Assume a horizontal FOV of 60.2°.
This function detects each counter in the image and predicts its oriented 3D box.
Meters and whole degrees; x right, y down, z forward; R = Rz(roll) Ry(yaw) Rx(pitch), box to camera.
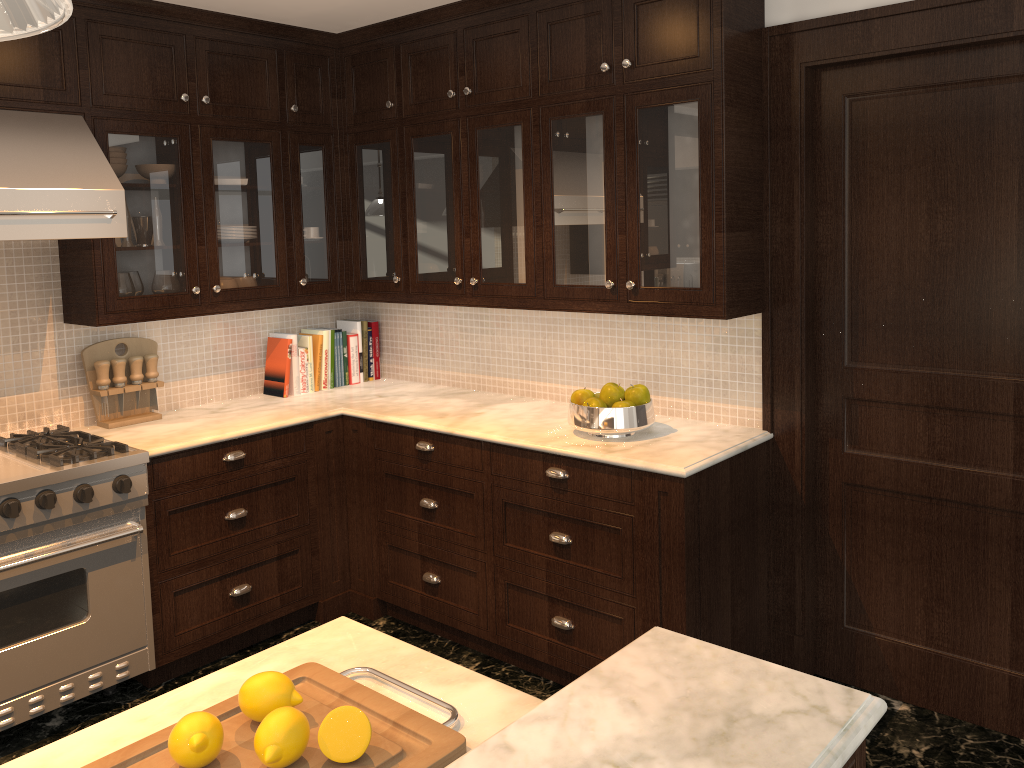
[{"bbox_3d":[-1.029,0.331,2.684,2.322,0.031,3.394,7,13,40],"label":"counter"},{"bbox_3d":[-0.879,0.738,0.349,1.057,0.031,2.891,7,13,40],"label":"counter"},{"bbox_3d":[-0.607,0.589,0.101,0.329,0.031,2.877,7,13,40],"label":"counter"}]

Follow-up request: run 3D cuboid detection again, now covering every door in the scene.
[{"bbox_3d":[1.399,0.026,2.869,0.866,2.168,0.109,3,7,41],"label":"door"}]

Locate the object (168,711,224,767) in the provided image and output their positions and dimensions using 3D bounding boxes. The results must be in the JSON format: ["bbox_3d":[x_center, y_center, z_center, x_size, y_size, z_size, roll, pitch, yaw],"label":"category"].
[{"bbox_3d":[-0.440,0.497,1.233,0.082,0.073,0.080,2,9,29],"label":"object"}]

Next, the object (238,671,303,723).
[{"bbox_3d":[-0.369,0.475,1.339,0.083,0.071,0.081,-7,9,-33],"label":"object"}]

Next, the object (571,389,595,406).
[{"bbox_3d":[0.260,0.066,3.220,0.091,0.098,0.094,-1,7,9],"label":"object"}]

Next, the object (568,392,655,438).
[{"bbox_3d":[0.361,0.117,3.221,0.319,0.121,0.321,5,11,34],"label":"object"}]

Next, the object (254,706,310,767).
[{"bbox_3d":[-0.321,0.492,1.231,0.081,0.071,0.083,-8,10,-38],"label":"object"}]

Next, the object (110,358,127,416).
[{"bbox_3d":[-1.603,0.012,3.610,0.061,0.235,0.062,-1,5,11],"label":"object"}]

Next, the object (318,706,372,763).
[{"bbox_3d":[-0.233,0.489,1.244,0.074,0.068,0.064,-1,7,4],"label":"object"}]

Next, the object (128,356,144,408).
[{"bbox_3d":[-1.556,-0.005,3.663,0.061,0.224,0.062,-1,5,11],"label":"object"}]

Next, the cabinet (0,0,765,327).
[{"bbox_3d":[-1.062,-0.731,2.601,2.314,1.244,3.393,6,12,41],"label":"cabinet"}]

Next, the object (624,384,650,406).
[{"bbox_3d":[0.450,0.050,3.171,0.093,0.097,0.092,0,7,12],"label":"object"}]

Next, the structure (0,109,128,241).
[{"bbox_3d":[-1.881,-0.710,2.932,0.641,0.473,0.938,5,11,41],"label":"structure"}]

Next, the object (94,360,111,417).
[{"bbox_3d":[-1.646,0.018,3.559,0.061,0.227,0.062,0,6,23],"label":"object"}]

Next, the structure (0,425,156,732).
[{"bbox_3d":[-1.820,0.665,3.028,0.721,0.831,0.912,4,10,41],"label":"structure"}]

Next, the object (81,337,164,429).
[{"bbox_3d":[-1.587,-0.013,3.642,0.110,0.346,0.318,3,8,41],"label":"object"}]

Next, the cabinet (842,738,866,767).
[{"bbox_3d":[-0.611,0.682,0.101,0.293,0.151,2.858,6,13,40],"label":"cabinet"}]

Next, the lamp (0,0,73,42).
[{"bbox_3d":[-0.429,-0.605,0.453,0.319,0.777,0.319,-6,7,-35],"label":"lamp"}]

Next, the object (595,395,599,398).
[{"bbox_3d":[0.284,0.084,3.263,0.091,0.094,0.091,-4,8,-18],"label":"object"}]

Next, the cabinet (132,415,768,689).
[{"bbox_3d":[-1.015,0.783,2.721,2.322,0.873,3.394,6,13,40],"label":"cabinet"}]

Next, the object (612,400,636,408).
[{"bbox_3d":[0.398,0.104,3.136,0.091,0.097,0.093,-4,8,-19],"label":"object"}]

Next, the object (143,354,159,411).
[{"bbox_3d":[-1.513,-0.009,3.714,0.061,0.235,0.061,-1,5,5],"label":"object"}]

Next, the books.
[{"bbox_3d":[-0.940,-0.141,4.375,0.195,0.308,0.608,4,10,40],"label":"books"}]

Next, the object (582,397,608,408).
[{"bbox_3d":[0.298,0.094,3.157,0.100,0.096,0.092,-6,9,-31],"label":"object"}]

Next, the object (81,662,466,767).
[{"bbox_3d":[-0.383,0.547,1.197,0.386,0.021,0.672,7,13,40],"label":"object"}]

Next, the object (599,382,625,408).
[{"bbox_3d":[0.364,0.044,3.196,0.095,0.099,0.092,1,8,18],"label":"object"}]
